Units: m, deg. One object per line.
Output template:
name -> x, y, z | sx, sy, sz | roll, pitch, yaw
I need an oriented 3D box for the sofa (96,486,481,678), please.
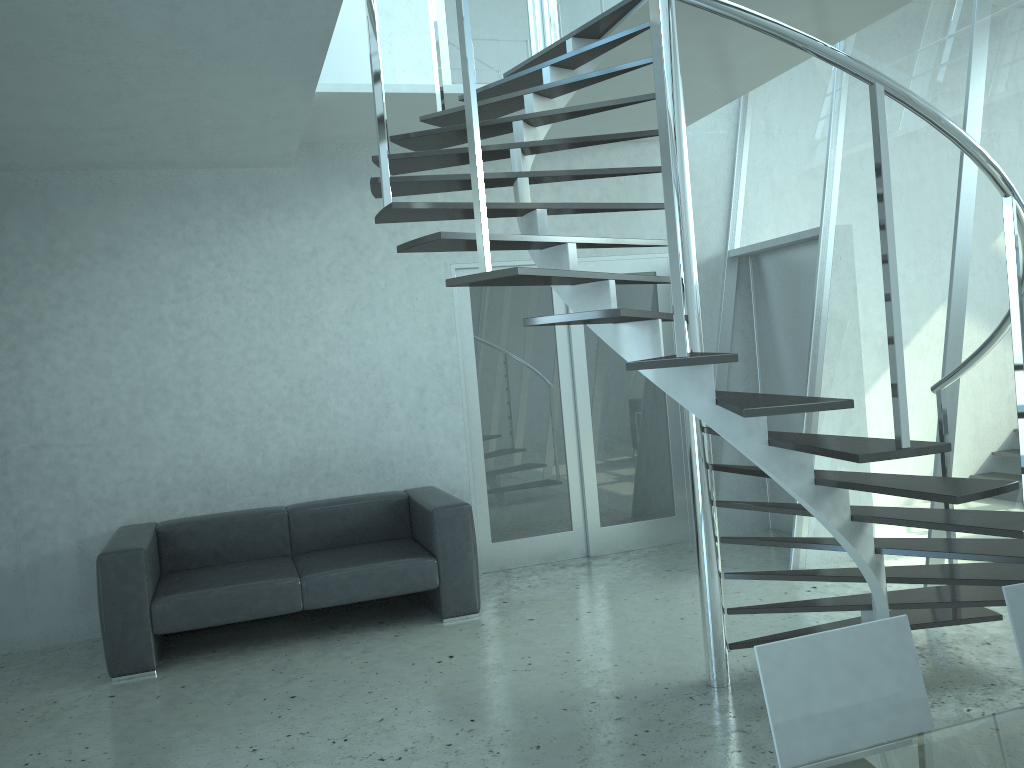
sofa -> -1.276, 1.080, 5.213 | 2.025, 0.652, 0.943 | -5, 2, -18

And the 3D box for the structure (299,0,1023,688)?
structure -> 0.492, -0.784, 4.306 | 2.655, 4.156, 3.780 | -5, 2, -18

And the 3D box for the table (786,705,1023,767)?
table -> 1.194, 0.968, 1.238 | 2.100, 0.720, 1.000 | -5, 2, -18

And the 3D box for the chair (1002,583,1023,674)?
chair -> 1.370, 0.867, 1.809 | 0.413, 0.857, 0.492 | -5, 2, -13

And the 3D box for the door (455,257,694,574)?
door -> 0.779, -0.206, 6.907 | 1.162, 3.200, 2.576 | -4, 2, 30

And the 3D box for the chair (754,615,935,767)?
chair -> 0.763, 0.927, 1.584 | 0.410, 0.857, 0.492 | -5, 2, -18
